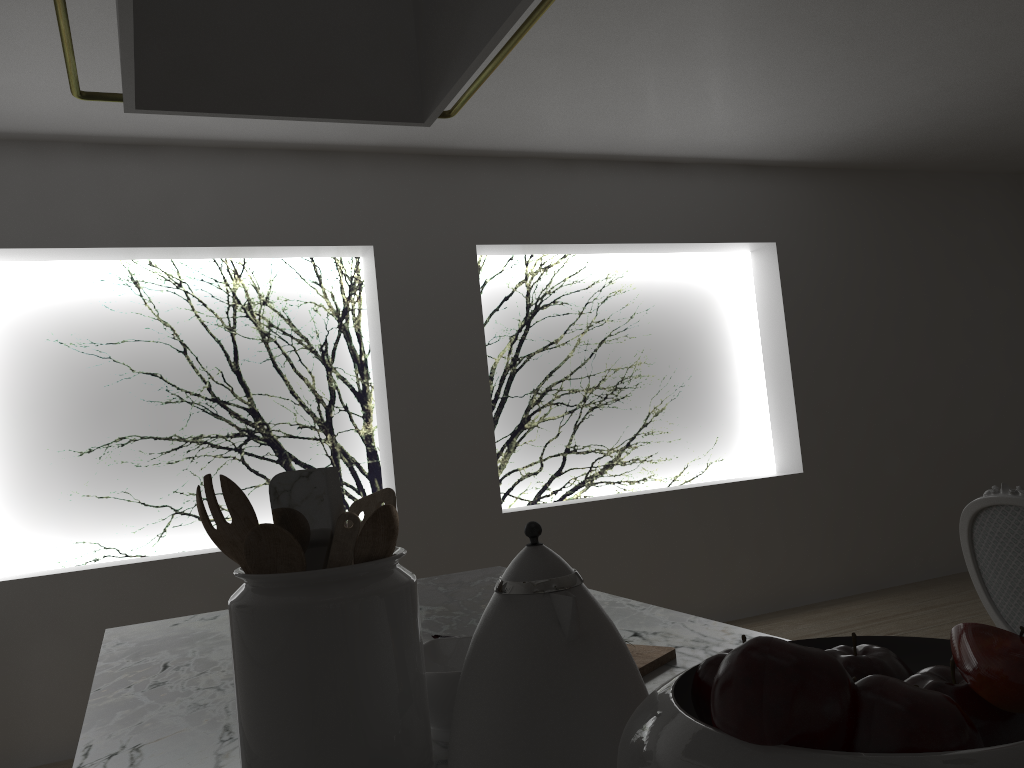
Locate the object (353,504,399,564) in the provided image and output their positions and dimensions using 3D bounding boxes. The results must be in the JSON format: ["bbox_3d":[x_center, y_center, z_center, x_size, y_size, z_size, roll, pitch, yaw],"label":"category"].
[{"bbox_3d":[-0.140,0.239,0.827,0.061,0.251,0.117,-2,-5,-43],"label":"object"}]

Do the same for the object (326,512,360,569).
[{"bbox_3d":[-0.175,0.242,0.793,0.118,0.250,0.033,-7,-4,17],"label":"object"}]

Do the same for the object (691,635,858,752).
[{"bbox_3d":[0.136,0.171,0.479,0.071,0.091,0.167,-6,-3,2],"label":"object"}]

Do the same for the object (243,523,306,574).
[{"bbox_3d":[-0.208,0.246,0.800,0.050,0.247,0.114,-5,-4,-18],"label":"object"}]

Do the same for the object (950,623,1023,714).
[{"bbox_3d":[0.249,0.137,0.434,0.061,0.048,0.054,-8,-4,30],"label":"object"}]

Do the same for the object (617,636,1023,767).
[{"bbox_3d":[0.244,0.226,0.361,0.491,0.156,0.364,-9,-5,44],"label":"object"}]

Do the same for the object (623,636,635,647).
[{"bbox_3d":[0.051,0.347,1.188,0.224,0.058,0.116,-7,-4,13],"label":"object"}]

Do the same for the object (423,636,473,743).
[{"bbox_3d":[-0.040,0.314,0.956,0.172,0.110,0.159,-7,-4,22],"label":"object"}]

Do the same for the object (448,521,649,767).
[{"bbox_3d":[0.031,0.228,0.722,0.178,0.236,0.204,-7,-4,13],"label":"object"}]

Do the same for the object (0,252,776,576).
[{"bbox_3d":[0.536,1.400,4.690,10.834,8.324,0.001,-4,-4,-23],"label":"object"}]

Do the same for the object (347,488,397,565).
[{"bbox_3d":[-0.127,0.234,0.848,0.054,0.262,0.149,-5,-4,-8],"label":"object"}]

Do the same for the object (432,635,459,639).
[{"bbox_3d":[-0.074,0.355,1.188,0.049,0.039,0.057,-4,-4,-26],"label":"object"}]

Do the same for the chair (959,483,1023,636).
[{"bbox_3d":[1.293,0.603,1.917,0.505,0.833,0.480,-4,-4,-26],"label":"chair"}]

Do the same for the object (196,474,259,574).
[{"bbox_3d":[-0.217,0.225,0.806,0.131,0.296,0.056,-6,-3,-3],"label":"object"}]

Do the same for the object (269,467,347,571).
[{"bbox_3d":[-0.175,0.223,0.822,0.064,0.290,0.141,-5,-4,-9],"label":"object"}]

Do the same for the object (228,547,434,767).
[{"bbox_3d":[-0.169,0.268,0.830,0.174,0.208,0.174,-5,-3,-5],"label":"object"}]

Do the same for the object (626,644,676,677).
[{"bbox_3d":[0.021,0.370,1.169,0.330,0.012,0.220,-8,-4,37],"label":"object"}]

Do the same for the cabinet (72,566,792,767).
[{"bbox_3d":[0.057,0.717,0.874,0.870,0.721,2.360,-4,-4,-23],"label":"cabinet"}]

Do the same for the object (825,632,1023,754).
[{"bbox_3d":[0.194,0.177,0.467,0.135,0.074,0.154,-4,-4,-27],"label":"object"}]
